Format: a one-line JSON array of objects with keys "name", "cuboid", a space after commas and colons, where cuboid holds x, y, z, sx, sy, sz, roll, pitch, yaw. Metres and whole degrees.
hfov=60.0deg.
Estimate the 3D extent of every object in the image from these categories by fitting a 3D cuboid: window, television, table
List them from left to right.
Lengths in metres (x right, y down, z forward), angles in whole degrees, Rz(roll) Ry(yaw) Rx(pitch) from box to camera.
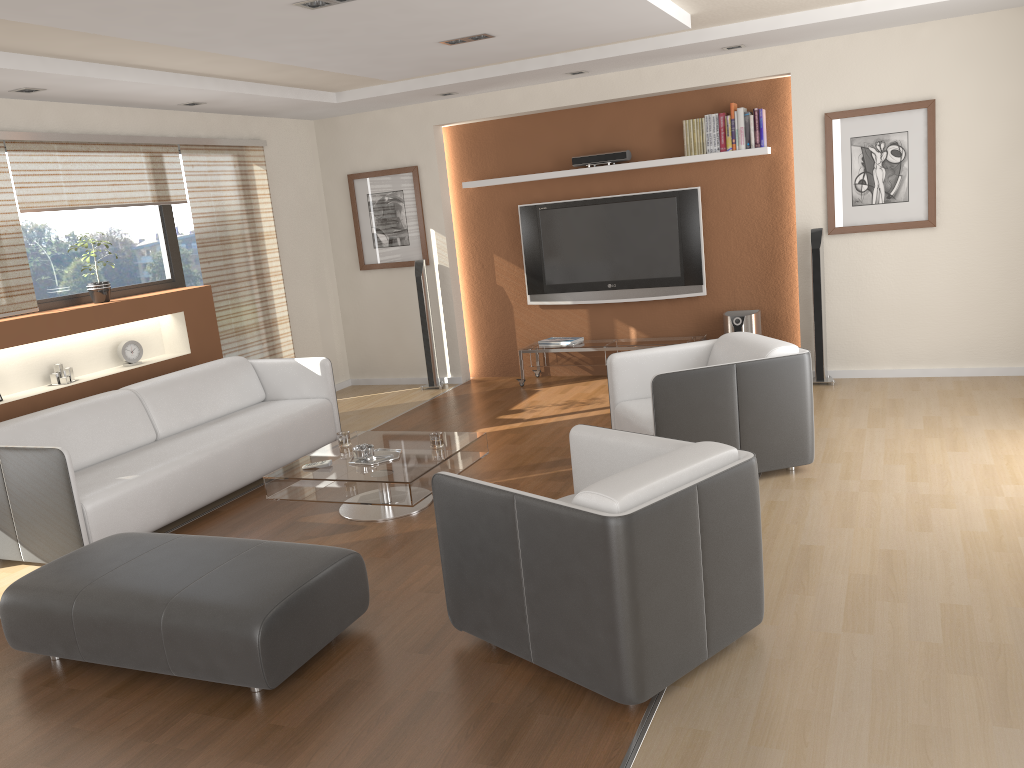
[{"name": "window", "cuboid": [-3.259, -0.966, 5.559, 0.010, 0.986, 2.817, -1, 13, 24]}, {"name": "window", "cuboid": [-2.439, -0.839, 7.414, 0.010, 2.162, 0.889, -1, 13, 24]}, {"name": "table", "cuboid": [-0.720, 0.532, 4.954, 0.900, 0.300, 0.900, -1, 13, 24]}, {"name": "television", "cuboid": [0.842, -1.148, 7.584, 1.594, 0.900, 0.097, -1, 13, 24]}]

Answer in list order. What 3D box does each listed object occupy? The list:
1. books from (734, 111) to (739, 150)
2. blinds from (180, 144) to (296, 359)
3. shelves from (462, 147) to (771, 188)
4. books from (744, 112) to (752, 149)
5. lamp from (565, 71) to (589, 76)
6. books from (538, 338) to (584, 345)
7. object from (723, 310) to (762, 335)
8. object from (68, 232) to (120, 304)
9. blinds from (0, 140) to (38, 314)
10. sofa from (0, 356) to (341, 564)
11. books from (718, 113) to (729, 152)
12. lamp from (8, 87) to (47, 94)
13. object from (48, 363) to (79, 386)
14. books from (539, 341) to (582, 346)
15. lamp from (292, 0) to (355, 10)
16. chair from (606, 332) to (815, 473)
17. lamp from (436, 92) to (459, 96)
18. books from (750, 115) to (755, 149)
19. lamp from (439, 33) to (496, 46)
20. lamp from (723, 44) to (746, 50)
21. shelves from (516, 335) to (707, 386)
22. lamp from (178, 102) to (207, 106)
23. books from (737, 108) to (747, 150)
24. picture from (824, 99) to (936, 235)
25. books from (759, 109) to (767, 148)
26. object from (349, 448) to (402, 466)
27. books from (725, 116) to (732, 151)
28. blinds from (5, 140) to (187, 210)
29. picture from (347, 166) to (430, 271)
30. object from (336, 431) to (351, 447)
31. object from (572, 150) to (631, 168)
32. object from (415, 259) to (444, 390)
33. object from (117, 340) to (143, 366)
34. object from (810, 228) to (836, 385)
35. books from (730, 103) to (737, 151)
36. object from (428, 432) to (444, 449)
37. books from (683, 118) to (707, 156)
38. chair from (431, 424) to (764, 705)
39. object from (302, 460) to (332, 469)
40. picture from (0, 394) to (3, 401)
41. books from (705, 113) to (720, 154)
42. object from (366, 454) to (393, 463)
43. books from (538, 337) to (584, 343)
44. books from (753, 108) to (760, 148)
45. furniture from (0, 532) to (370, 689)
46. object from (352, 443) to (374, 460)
[{"name": "books", "cuboid": [1.766, -1.974, 6.924, 0.022, 0.293, 0.167, -1, 13, 24]}, {"name": "blinds", "cuboid": [-2.191, -0.849, 7.301, 0.001, 2.200, 0.980, -1, 13, 24]}, {"name": "shelves", "cuboid": [0.796, -1.792, 7.390, 2.612, 0.050, 0.200, -1, 13, 24]}, {"name": "books", "cuboid": [1.843, -1.969, 6.897, 0.041, 0.278, 0.157, -1, 13, 24]}, {"name": "lamp", "cuboid": [0.500, -2.443, 6.845, 0.146, 0.087, 0.146, -1, 13, 24]}, {"name": "books", "cuboid": [0.428, -0.372, 7.732, 0.326, 0.017, 0.228, 4, 15, 40]}, {"name": "object", "cuboid": [1.862, -0.315, 7.181, 0.286, 0.518, 0.323, -1, 13, 24]}, {"name": "object", "cuboid": [-2.791, -0.788, 5.998, 0.342, 0.477, 0.268, -3, 12, 14]}, {"name": "blinds", "cuboid": [-3.293, -0.815, 4.800, 0.001, 1.044, 1.432, -1, 13, 24]}, {"name": "sofa", "cuboid": [-2.091, 0.341, 5.452, 0.919, 0.661, 2.238, -1, 13, 24]}, {"name": "books", "cuboid": [1.668, -1.972, 6.966, 0.053, 0.293, 0.169, -1, 13, 24]}, {"name": "lamp", "cuboid": [-2.835, -1.754, 5.173, 0.146, 0.087, 0.146, -1, 13, 24]}, {"name": "object", "cuboid": [-2.935, -0.070, 5.777, 0.141, 0.131, 0.141, -6, 12, 2]}, {"name": "books", "cuboid": [0.429, -0.360, 7.735, 0.326, 0.017, 0.228, 0, 13, 27]}, {"name": "lamp", "cuboid": [-0.785, -1.687, 3.803, 0.291, 0.087, 0.146, -1, 13, 24]}, {"name": "chair", "cuboid": [1.103, 0.126, 4.994, 0.919, 0.706, 0.767, -8, 12, -10]}, {"name": "lamp", "cuboid": [-0.539, -2.429, 7.303, 0.146, 0.087, 0.146, -1, 13, 24]}, {"name": "books", "cuboid": [1.874, -1.953, 6.881, 0.028, 0.248, 0.169, -1, 13, 24]}, {"name": "lamp", "cuboid": [-0.258, -1.989, 5.008, 0.291, 0.087, 0.146, -1, 13, 24]}, {"name": "lamp", "cuboid": [1.592, -2.458, 6.364, 0.146, 0.087, 0.146, -1, 13, 24]}, {"name": "shelves", "cuboid": [0.835, -0.194, 7.611, 1.617, 0.340, 0.444, -1, 13, 24]}, {"name": "lamp", "cuboid": [-2.307, -2.056, 6.378, 0.146, 0.087, 0.146, -1, 13, 24]}, {"name": "books", "cuboid": [1.796, -1.982, 6.903, 0.050, 0.313, 0.179, -1, 13, 24]}, {"name": "picture", "cuboid": [2.671, -1.557, 6.440, 0.734, 0.884, 0.025, -1, 13, 24]}, {"name": "books", "cuboid": [1.936, -1.972, 6.849, 0.029, 0.286, 0.169, -1, 13, 24]}, {"name": "object", "cuboid": [-0.743, 0.397, 4.844, 0.315, 0.011, 0.273, 1, 13, 31]}, {"name": "books", "cuboid": [1.709, -1.957, 6.942, 0.041, 0.266, 0.186, -1, 13, 24]}, {"name": "blinds", "cuboid": [-2.760, -1.432, 6.029, 0.001, 0.441, 1.432, -1, 13, 24]}, {"name": "picture", "cuboid": [-1.134, -1.505, 8.117, 0.734, 0.884, 0.025, -1, 13, 24]}, {"name": "object", "cuboid": [-0.979, 0.321, 5.172, 0.079, 0.077, 0.079, -3, 12, 13]}, {"name": "object", "cuboid": [0.746, -1.868, 7.389, 0.470, 0.109, 0.182, -1, 13, 24]}, {"name": "object", "cuboid": [-0.766, -0.537, 8.032, 0.228, 1.165, 0.215, -2, 12, 19]}, {"name": "object", "cuboid": [-2.708, -0.222, 6.293, 0.096, 0.176, 0.160, 3, 15, 38]}, {"name": "object", "cuboid": [2.313, -0.579, 6.674, 0.228, 1.165, 0.215, 0, 13, 29]}, {"name": "books", "cuboid": [1.739, -2.005, 6.927, 0.028, 0.358, 0.169, -1, 13, 24]}, {"name": "object", "cuboid": [-0.421, 0.312, 4.933, 0.079, 0.077, 0.079, -3, 12, 13]}, {"name": "books", "cuboid": [1.471, -1.961, 7.057, 0.167, 0.275, 0.195, -1, 13, 24]}, {"name": "chair", "cuboid": [0.310, 0.554, 3.191, 0.767, 0.661, 0.919, -16, 15, -40]}, {"name": "object", "cuboid": [-1.051, 0.434, 4.776, 0.158, 0.029, 0.064, -5, 12, 5]}, {"name": "picture", "cuboid": [-3.142, 0.016, 5.246, 0.133, 0.216, 0.159, -2, 12, 19]}, {"name": "books", "cuboid": [1.596, -1.973, 7.002, 0.104, 0.295, 0.146, -1, 13, 24]}, {"name": "object", "cuboid": [-0.712, 0.392, 4.782, 0.147, 0.035, 0.051, -11, 13, -24]}, {"name": "books", "cuboid": [0.427, -0.385, 7.730, 0.326, 0.017, 0.228, 2, 14, 35]}, {"name": "books", "cuboid": [1.903, -1.975, 6.863, 0.041, 0.293, 0.169, -1, 13, 24]}, {"name": "furniture", "cuboid": [-1.286, 0.836, 3.500, 1.291, 0.301, 0.685, -1, 13, 24]}, {"name": "object", "cuboid": [-0.809, 0.368, 4.838, 0.118, 0.079, 0.117, 1, 13, 31]}]
